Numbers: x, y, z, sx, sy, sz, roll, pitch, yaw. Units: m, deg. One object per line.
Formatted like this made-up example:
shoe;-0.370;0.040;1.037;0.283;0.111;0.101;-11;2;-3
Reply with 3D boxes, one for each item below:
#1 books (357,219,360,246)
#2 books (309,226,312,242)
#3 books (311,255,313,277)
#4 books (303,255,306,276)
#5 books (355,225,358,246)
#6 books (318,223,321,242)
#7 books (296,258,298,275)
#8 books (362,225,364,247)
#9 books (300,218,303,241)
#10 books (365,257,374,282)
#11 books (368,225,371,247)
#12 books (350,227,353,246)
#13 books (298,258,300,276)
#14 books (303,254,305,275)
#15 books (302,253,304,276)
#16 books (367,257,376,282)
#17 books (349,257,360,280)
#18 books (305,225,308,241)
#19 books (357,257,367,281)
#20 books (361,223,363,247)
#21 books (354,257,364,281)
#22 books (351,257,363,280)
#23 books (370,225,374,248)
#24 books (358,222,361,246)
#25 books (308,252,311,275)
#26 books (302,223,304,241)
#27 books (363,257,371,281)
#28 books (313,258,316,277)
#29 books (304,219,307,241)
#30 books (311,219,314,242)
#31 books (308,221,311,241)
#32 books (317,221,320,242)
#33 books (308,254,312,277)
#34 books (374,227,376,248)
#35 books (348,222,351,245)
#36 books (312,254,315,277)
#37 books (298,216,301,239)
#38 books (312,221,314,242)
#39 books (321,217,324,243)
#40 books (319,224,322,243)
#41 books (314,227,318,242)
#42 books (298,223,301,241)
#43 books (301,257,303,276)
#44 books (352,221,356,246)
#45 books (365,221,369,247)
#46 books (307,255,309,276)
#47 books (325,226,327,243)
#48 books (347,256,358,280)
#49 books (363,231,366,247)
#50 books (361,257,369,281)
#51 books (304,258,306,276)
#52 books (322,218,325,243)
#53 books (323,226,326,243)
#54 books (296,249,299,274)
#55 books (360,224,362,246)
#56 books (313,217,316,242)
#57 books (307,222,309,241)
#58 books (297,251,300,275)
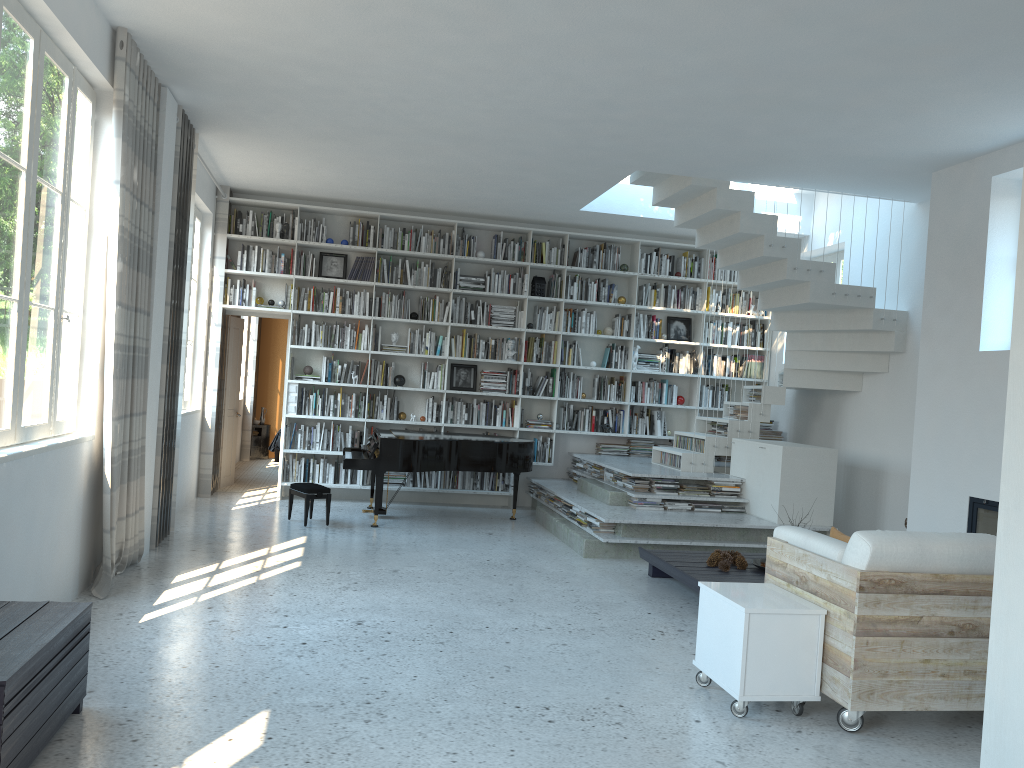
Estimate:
books;-1.675;-1.631;9.675;0.014;0.321;0.136;4;0;-11
books;-2.172;-1.601;9.570;0.014;0.192;0.146;4;0;-11
books;-2.156;-1.260;9.563;0.011;0.250;0.168;4;0;-11
books;-2.229;-1.264;9.535;0.004;0.246;0.189;4;0;-11
books;-1.693;-1.597;9.645;0.028;0.249;0.155;4;0;-11
books;-2.081;-1.608;9.572;0.013;0.219;0.181;4;0;-11
books;-2.312;-1.262;9.562;0.006;0.233;0.136;4;0;-11
books;-1.632;-1.595;9.687;0.013;0.254;0.129;4;0;-11
books;-2.268;-1.641;9.547;0.007;0.259;0.156;4;0;-11
books;-1.566;-1.238;9.698;0.078;0.285;0.174;4;0;-11
books;-1.562;-1.593;9.689;0.022;0.260;0.152;4;0;-11
books;-1.747;-1.585;9.641;0.028;0.218;0.153;4;0;-11
books;-2.291;-1.247;9.546;0.015;0.207;0.172;4;0;-11
books;-2.240;-1.266;9.554;0.010;0.249;0.166;4;0;-11
books;-2.247;-1.272;9.544;0.009;0.260;0.184;4;0;-11
books;-1.541;-1.236;9.688;0.078;0.285;0.174;4;0;-11
books;-1.717;-1.243;9.668;0.110;0.279;0.174;4;0;-11
books;-2.216;-1.604;9.564;0.017;0.194;0.129;4;0;-11
books;-1.640;-1.240;9.663;0.097;0.282;0.174;4;0;-11
books;-1.637;-1.605;9.656;0.011;0.274;0.183;4;0;-11
books;-1.673;-1.240;9.677;0.110;0.279;0.174;4;0;-11
books;-1.692;-1.241;9.655;0.110;0.279;0.174;4;0;-11
books;-1.534;-1.588;9.681;0.031;0.254;0.178;4;0;-11
books;-1.661;-1.611;9.663;0.013;0.283;0.166;4;0;-11
books;-2.185;-1.278;9.557;0.005;0.281;0.190;4;0;-11
books;-2.250;-1.615;9.551;0.032;0.210;0.158;4;0;-11
books;-1.589;-1.240;9.698;0.078;0.285;0.174;4;0;-11
books;-2.133;-1.241;9.558;0.012;0.214;0.185;4;0;-11
books;-2.226;-1.633;9.547;0.012;0.249;0.180;4;0;-11
books;-2.153;-1.634;9.560;0.016;0.261;0.154;4;0;-11
books;-2.183;-1.627;9.558;0.016;0.243;0.156;4;0;-11
books;-2.094;-1.626;9.579;0.013;0.253;0.129;4;0;-11
books;-2.171;-1.266;9.551;0.023;0.258;0.183;4;0;-11
books;-1.502;-1.585;9.702;0.039;0.252;0.146;4;0;-11
books;-1.767;-1.616;9.649;0.013;0.278;0.151;4;0;-11
books;-2.145;-1.262;9.564;0.012;0.254;0.166;4;0;-11
books;-2.291;-1.655;9.545;0.007;0.285;0.159;4;0;-11
books;-2.141;-1.639;9.561;0.007;0.272;0.154;4;0;-11
books;-2.050;-1.647;9.591;0.007;0.301;0.145;4;0;-11
books;-2.063;-1.604;9.569;0.021;0.214;0.173;4;0;-11
books;-2.114;-1.592;9.570;0.026;0.182;0.161;4;0;-11
books;-2.280;-1.614;9.540;0.017;0.204;0.142;4;0;-11
books;-2.252;-1.249;9.529;0.004;0.214;0.186;4;0;-11
books;-1.718;-1.614;9.641;0.024;0.280;0.187;4;0;-11
books;-1.579;-1.613;9.661;0.025;0.297;0.163;4;0;-11
books;-2.199;-1.260;9.557;0.019;0.244;0.153;4;0;-11
books;-2.017;-1.599;9.603;0.013;0.210;0.136;4;0;-11
books;-1.738;-1.244;9.655;0.110;0.279;0.174;4;0;-11
books;-1.610;-1.561;9.667;0.027;0.190;0.177;4;0;-11
books;-1.611;-1.241;9.689;0.078;0.285;0.174;4;0;-11
books;-2.230;-1.248;9.577;0.012;0.214;0.132;4;0;-11
books;-2.042;-1.642;9.605;0.015;0.293;0.130;4;0;-11
books;-2.028;-1.596;9.591;0.014;0.202;0.170;4;0;-11
books;-2.310;-1.293;9.527;0.005;0.292;0.184;4;0;-11
books;-1.648;-1.601;9.654;0.010;0.263;0.156;4;0;-11
books;-2.127;-1.641;9.548;0.015;0.279;0.190;4;0;-11
books;-2.197;-1.619;9.551;0.013;0.225;0.177;4;0;-11
books;-2.298;-1.288;9.540;0.006;0.287;0.148;4;0;-11
